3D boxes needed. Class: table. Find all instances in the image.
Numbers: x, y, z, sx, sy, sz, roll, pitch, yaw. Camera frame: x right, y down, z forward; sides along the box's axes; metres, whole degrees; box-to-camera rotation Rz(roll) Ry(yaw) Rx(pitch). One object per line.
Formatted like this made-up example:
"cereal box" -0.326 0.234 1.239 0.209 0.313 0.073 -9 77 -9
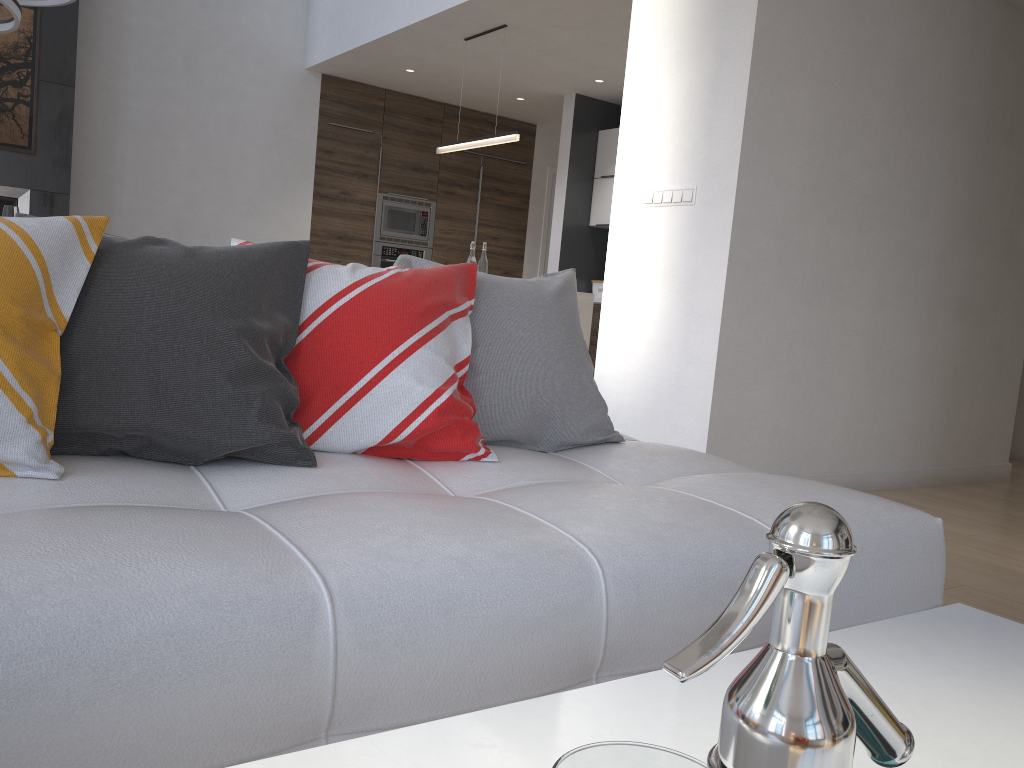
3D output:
"table" 0.383 0.537 0.333 1.091 0.435 1.091 2 6 -35

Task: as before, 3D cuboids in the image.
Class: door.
"door" 0.662 -1.106 9.240 0.974 2.136 0.085 2 6 -35

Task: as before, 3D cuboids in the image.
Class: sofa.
"sofa" -0.473 0.278 0.756 3.424 0.732 2.614 2 6 -35

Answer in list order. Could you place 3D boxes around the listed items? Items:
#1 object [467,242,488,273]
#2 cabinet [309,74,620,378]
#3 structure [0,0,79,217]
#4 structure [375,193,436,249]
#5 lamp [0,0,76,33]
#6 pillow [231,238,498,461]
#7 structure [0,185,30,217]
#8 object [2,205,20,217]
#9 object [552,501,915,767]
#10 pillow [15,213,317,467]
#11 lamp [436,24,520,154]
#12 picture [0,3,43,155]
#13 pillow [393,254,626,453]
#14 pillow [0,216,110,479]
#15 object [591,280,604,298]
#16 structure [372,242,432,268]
"object" -0.269 -0.783 5.658 0.148 0.267 0.323 7 6 19
"cabinet" 0.457 -1.041 6.275 2.402 2.501 4.694 2 6 -35
"structure" -3.492 -3.287 5.546 1.500 6.351 0.722 2 6 -35
"structure" -1.093 -1.504 8.233 0.595 0.430 0.459 2 6 -35
"lamp" -2.394 -3.962 3.962 1.000 4.513 1.000 2 6 -33
"pillow" -0.990 -0.071 1.347 2.250 0.449 0.575 1 7 -38
"structure" -3.790 -1.174 5.883 1.010 0.651 0.295 2 6 -35
"object" -2.516 -0.783 4.450 0.083 0.220 0.083 5 5 -7
"object" 0.137 0.164 0.292 0.330 0.265 0.330 4 5 -11
"pillow" -1.250 -0.104 1.150 2.120 0.436 0.608 1 7 -39
"lamp" -0.212 -1.953 5.885 0.020 0.756 0.998 2 6 -35
"picture" -3.623 -2.061 5.681 1.056 0.990 0.026 2 6 -35
"pillow" -0.720 -0.056 1.130 0.647 0.453 2.953 10 7 42
"pillow" -1.111 -0.024 0.600 0.630 0.440 2.095 6 5 12
"object" 0.862 -0.791 7.533 0.263 0.148 0.380 2 6 -35
"structure" -1.129 -1.006 8.264 0.595 0.570 0.495 2 6 -35
